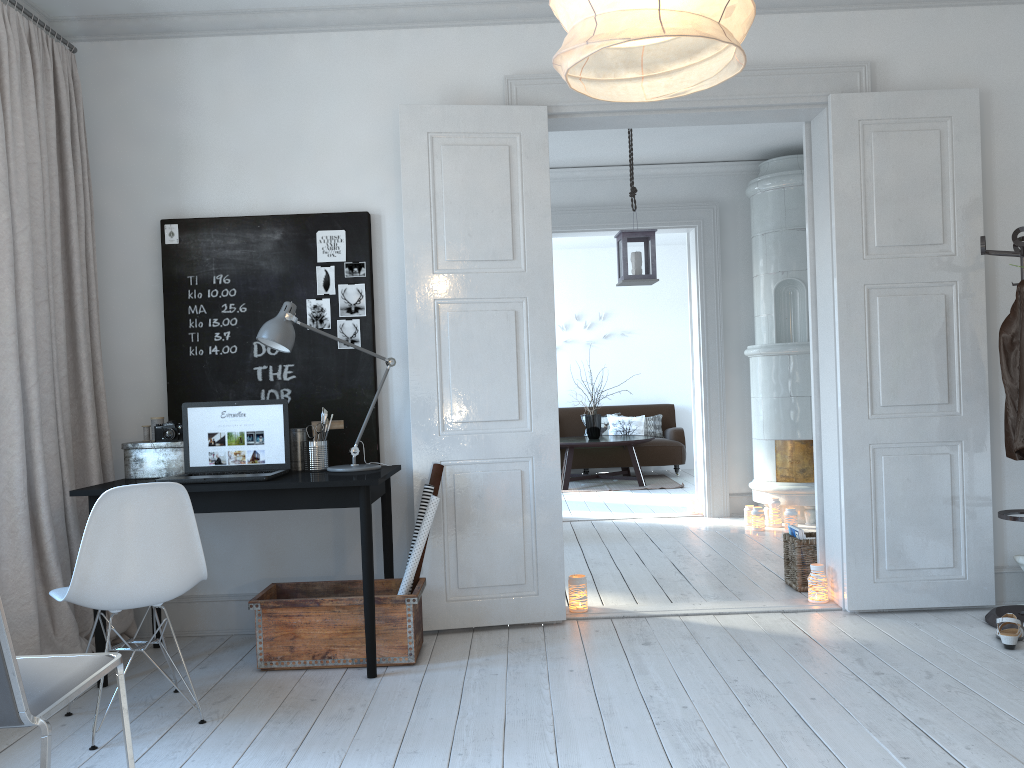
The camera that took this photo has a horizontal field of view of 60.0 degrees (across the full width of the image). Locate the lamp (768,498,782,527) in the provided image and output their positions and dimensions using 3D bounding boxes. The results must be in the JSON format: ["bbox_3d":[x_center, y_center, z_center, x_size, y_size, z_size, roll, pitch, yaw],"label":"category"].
[{"bbox_3d":[1.925,0.941,6.495,0.098,0.210,0.098,-2,0,5],"label":"lamp"}]

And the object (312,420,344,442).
[{"bbox_3d":[-0.801,0.265,3.881,0.138,0.209,0.034,-2,1,-20],"label":"object"}]

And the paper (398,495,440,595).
[{"bbox_3d":[-0.422,0.782,3.672,0.283,0.627,0.041,-2,1,-21],"label":"paper"}]

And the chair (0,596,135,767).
[{"bbox_3d":[-1.195,0.733,1.957,0.562,0.797,0.524,-2,0,0],"label":"chair"}]

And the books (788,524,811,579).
[{"bbox_3d":[1.557,0.882,4.584,0.201,0.300,0.179,-2,0,0],"label":"books"}]

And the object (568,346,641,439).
[{"bbox_3d":[1.009,0.071,9.731,0.845,1.066,0.525,-2,0,-29],"label":"object"}]

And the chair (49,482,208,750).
[{"bbox_3d":[-1.286,0.730,3.008,0.474,0.824,0.554,-2,0,-35],"label":"chair"}]

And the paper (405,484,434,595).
[{"bbox_3d":[-0.423,0.765,3.731,0.266,0.669,0.043,-3,1,-44],"label":"paper"}]

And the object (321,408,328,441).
[{"bbox_3d":[-0.823,0.238,3.842,0.012,0.264,0.062,-2,1,43],"label":"object"}]

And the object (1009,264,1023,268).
[{"bbox_3d":[2.181,0.233,2.787,1.044,1.554,0.288,-2,1,30],"label":"object"}]

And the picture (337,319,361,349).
[{"bbox_3d":[-0.741,-0.229,4.027,0.103,0.136,0.001,-2,1,0],"label":"picture"}]

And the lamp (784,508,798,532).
[{"bbox_3d":[1.966,0.959,6.248,0.089,0.166,0.089,-2,0,-1],"label":"lamp"}]

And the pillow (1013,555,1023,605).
[{"bbox_3d":[2.445,0.851,3.923,0.317,0.314,0.273,-2,0,1],"label":"pillow"}]

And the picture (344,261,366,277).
[{"bbox_3d":[-0.712,-0.522,4.025,0.095,0.071,0.001,-2,1,0],"label":"picture"}]

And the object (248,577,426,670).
[{"bbox_3d":[-0.697,0.983,3.646,0.664,0.282,0.339,-2,0,0],"label":"object"}]

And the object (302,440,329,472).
[{"bbox_3d":[-0.846,0.310,3.828,0.108,0.128,0.108,-2,0,15],"label":"object"}]

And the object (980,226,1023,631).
[{"bbox_3d":[2.183,0.188,3.742,0.374,1.659,0.374,-2,1,8],"label":"object"}]

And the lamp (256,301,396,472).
[{"bbox_3d":[-0.771,0.014,3.758,0.616,0.716,0.230,-2,1,-29],"label":"lamp"}]

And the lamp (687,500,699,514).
[{"bbox_3d":[1.475,1.004,7.225,0.093,0.110,0.093,-2,0,17],"label":"lamp"}]

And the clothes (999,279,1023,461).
[{"bbox_3d":[2.156,-0.052,3.670,0.237,0.770,0.211,-2,1,34],"label":"clothes"}]

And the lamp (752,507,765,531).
[{"bbox_3d":[1.767,0.967,6.363,0.089,0.166,0.089,-2,0,2],"label":"lamp"}]

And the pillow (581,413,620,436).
[{"bbox_3d":[1.070,0.529,10.656,0.473,0.347,0.158,-2,0,-1],"label":"pillow"}]

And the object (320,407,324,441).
[{"bbox_3d":[-0.827,0.236,3.842,0.008,0.267,0.060,-2,1,17],"label":"object"}]

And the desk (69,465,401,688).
[{"bbox_3d":[-1.063,0.760,3.646,1.159,0.759,0.651,-2,0,0],"label":"desk"}]

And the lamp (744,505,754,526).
[{"bbox_3d":[1.769,0.979,6.595,0.084,0.146,0.084,-2,0,5],"label":"lamp"}]

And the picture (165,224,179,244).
[{"bbox_3d":[-1.547,-0.681,4.028,0.061,0.088,0.004,-2,1,-3],"label":"picture"}]

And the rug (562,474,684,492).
[{"bbox_3d":[0.941,1.080,9.832,1.710,0.055,1.456,-2,0,1],"label":"rug"}]

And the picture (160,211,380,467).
[{"bbox_3d":[-1.105,-0.182,4.060,0.953,1.172,0.064,-2,1,0],"label":"picture"}]

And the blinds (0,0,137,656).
[{"bbox_3d":[-1.833,-0.159,3.577,0.225,2.648,0.831,-2,1,0],"label":"blinds"}]

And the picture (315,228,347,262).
[{"bbox_3d":[-0.818,-0.631,4.023,0.147,0.154,0.004,-2,1,0],"label":"picture"}]

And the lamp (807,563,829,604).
[{"bbox_3d":[1.456,0.950,4.220,0.093,0.180,0.093,-2,0,-17],"label":"lamp"}]

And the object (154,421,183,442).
[{"bbox_3d":[-1.441,0.199,3.723,0.137,0.087,0.073,-2,0,0],"label":"object"}]

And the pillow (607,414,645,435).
[{"bbox_3d":[1.361,0.508,10.578,0.471,0.309,0.188,-2,0,1],"label":"pillow"}]

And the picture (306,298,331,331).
[{"bbox_3d":[-0.878,-0.317,4.027,0.107,0.150,0.001,-2,1,0],"label":"picture"}]

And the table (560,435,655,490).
[{"bbox_3d":[0.931,0.856,9.803,1.299,0.503,1.300,-2,0,-9],"label":"table"}]

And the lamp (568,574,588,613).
[{"bbox_3d":[0.314,0.996,4.216,0.089,0.166,0.089,-2,0,-7],"label":"lamp"}]

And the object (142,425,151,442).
[{"bbox_3d":[-1.589,0.215,3.857,0.040,0.069,0.040,-2,0,-12],"label":"object"}]

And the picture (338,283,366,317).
[{"bbox_3d":[-0.726,-0.383,4.025,0.121,0.153,0.002,-2,1,0],"label":"picture"}]

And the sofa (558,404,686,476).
[{"bbox_3d":[0.936,0.689,10.590,2.165,0.825,0.968,-2,0,0],"label":"sofa"}]

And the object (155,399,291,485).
[{"bbox_3d":[-1.155,0.227,3.555,0.445,0.315,0.325,-2,0,0],"label":"object"}]

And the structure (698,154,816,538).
[{"bbox_3d":[2.030,-0.287,6.652,1.247,2.828,0.800,-3,1,-45],"label":"structure"}]

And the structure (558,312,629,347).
[{"bbox_3d":[0.947,-0.652,11.038,1.025,0.478,0.085,-2,1,0],"label":"structure"}]

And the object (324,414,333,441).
[{"bbox_3d":[-0.808,0.251,3.827,0.084,0.240,0.009,-2,1,-23],"label":"object"}]

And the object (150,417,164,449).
[{"bbox_3d":[-1.535,0.208,3.791,0.056,0.130,0.167,-2,0,-1],"label":"object"}]

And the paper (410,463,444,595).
[{"bbox_3d":[-0.397,0.722,3.801,0.297,0.747,0.048,-3,1,-44],"label":"paper"}]

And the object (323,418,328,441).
[{"bbox_3d":[-0.819,0.260,3.833,0.009,0.222,0.082,-2,1,30],"label":"object"}]

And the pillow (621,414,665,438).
[{"bbox_3d":[1.563,0.514,10.689,0.542,0.288,0.183,-2,0,1],"label":"pillow"}]

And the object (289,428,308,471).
[{"bbox_3d":[-0.936,0.289,3.900,0.079,0.188,0.079,-2,1,-21],"label":"object"}]

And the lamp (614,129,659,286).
[{"bbox_3d":[0.747,-1.506,5.518,0.228,1.762,0.228,-2,1,-3],"label":"lamp"}]

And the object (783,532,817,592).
[{"bbox_3d":[1.571,0.914,4.584,0.270,0.265,0.224,-2,0,0],"label":"object"}]

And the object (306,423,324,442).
[{"bbox_3d":[-0.858,0.270,3.838,0.081,0.198,0.050,-2,1,25],"label":"object"}]

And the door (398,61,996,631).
[{"bbox_3d":[0.837,-0.180,4.188,2.598,2.506,0.577,-2,1,0],"label":"door"}]

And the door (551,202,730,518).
[{"bbox_3d":[0.855,-0.159,7.203,2.598,2.506,0.577,-2,1,0],"label":"door"}]

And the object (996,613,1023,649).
[{"bbox_3d":[1.975,0.961,3.527,0.099,0.126,0.272,-2,0,33],"label":"object"}]

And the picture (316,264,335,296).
[{"bbox_3d":[-0.845,-0.470,4.026,0.083,0.146,0.002,-2,1,0],"label":"picture"}]

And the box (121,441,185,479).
[{"bbox_3d":[-1.496,0.321,3.816,0.317,0.152,0.193,-2,0,0],"label":"box"}]

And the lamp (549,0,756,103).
[{"bbox_3d":[0.214,-1.130,1.482,0.339,1.231,0.340,-2,1,32],"label":"lamp"}]
